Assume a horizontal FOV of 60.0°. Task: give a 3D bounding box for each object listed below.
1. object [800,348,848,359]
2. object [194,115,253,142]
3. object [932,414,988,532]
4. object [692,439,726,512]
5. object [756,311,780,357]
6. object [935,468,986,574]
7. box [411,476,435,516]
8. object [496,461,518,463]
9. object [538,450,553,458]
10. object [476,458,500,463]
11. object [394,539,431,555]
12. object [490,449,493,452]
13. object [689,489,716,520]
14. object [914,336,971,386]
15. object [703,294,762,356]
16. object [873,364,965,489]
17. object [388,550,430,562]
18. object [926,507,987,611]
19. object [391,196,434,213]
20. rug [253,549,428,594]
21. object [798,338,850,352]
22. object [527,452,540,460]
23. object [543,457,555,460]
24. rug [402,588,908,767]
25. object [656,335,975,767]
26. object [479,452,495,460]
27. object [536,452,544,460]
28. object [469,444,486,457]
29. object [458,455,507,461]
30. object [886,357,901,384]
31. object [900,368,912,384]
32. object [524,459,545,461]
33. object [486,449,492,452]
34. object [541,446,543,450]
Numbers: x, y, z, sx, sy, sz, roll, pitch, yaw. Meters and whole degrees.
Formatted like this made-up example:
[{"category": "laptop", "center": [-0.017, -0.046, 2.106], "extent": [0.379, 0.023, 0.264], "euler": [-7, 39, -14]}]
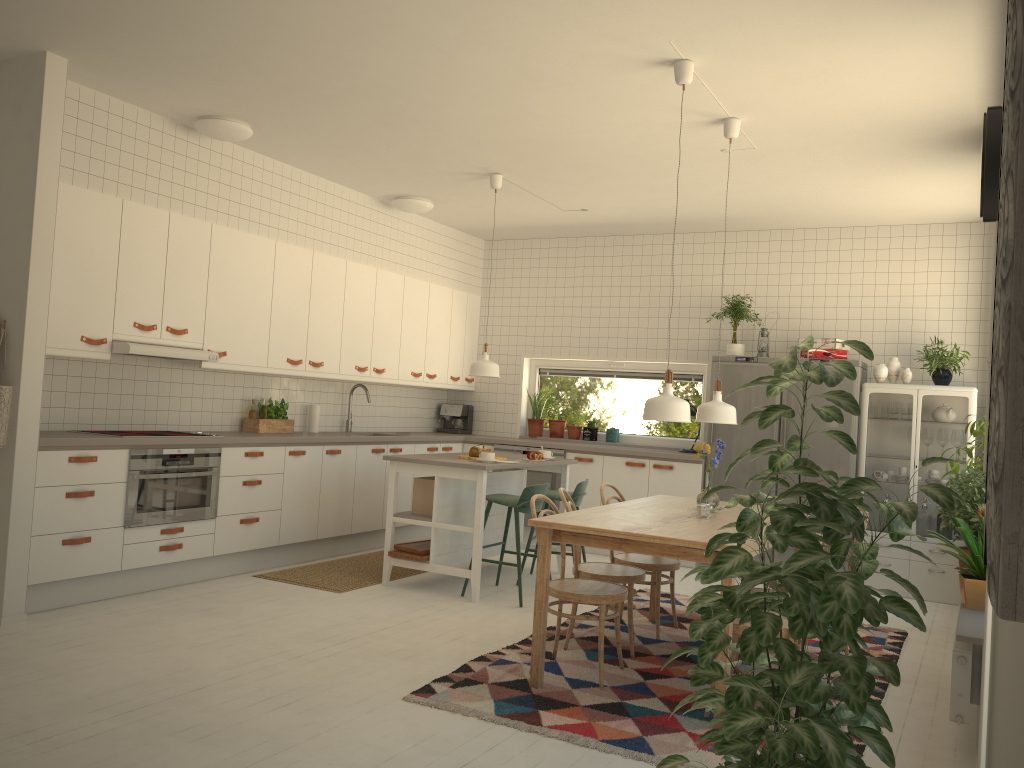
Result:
[{"category": "object", "center": [2.506, -0.229, 7.132], "extent": [0.309, 0.082, 0.312], "euler": [3, -1, 8]}, {"category": "object", "center": [-1.802, -1.581, 5.546], "extent": [0.351, 0.101, 0.351], "euler": [4, -1, -20]}, {"category": "object", "center": [2.858, 0.609, 5.477], "extent": [0.485, 0.841, 0.615], "euler": [3, -2, 7]}, {"category": "object", "center": [1.041, 0.476, 4.665], "extent": [0.144, 0.389, 0.206], "euler": [4, -2, -10]}, {"category": "object", "center": [2.086, -0.401, 7.274], "extent": [0.154, 0.383, 0.163], "euler": [5, -2, -39]}, {"category": "object", "center": [2.227, 0.682, 4.229], "extent": [0.383, 0.561, 0.395], "euler": [3, -2, 26]}, {"category": "box", "center": [-0.484, 0.768, 6.091], "extent": [0.237, 0.242, 0.357], "euler": [3, -2, 29]}, {"category": "object", "center": [-0.043, 0.525, 5.973], "extent": [0.167, 0.005, 0.167], "euler": [3, -1, 24]}, {"category": "object", "center": [0.242, 0.522, 6.549], "extent": [0.094, 0.060, 0.098], "euler": [3, -2, 25]}, {"category": "object", "center": [-0.161, 0.508, 5.851], "extent": [0.160, 0.020, 0.160], "euler": [4, -1, -6]}, {"category": "object", "center": [-0.571, 1.109, 6.047], "extent": [0.281, 0.030, 0.430], "euler": [3, -2, 37]}, {"category": "object", "center": [-0.174, 0.478, 6.172], "extent": [0.083, 0.055, 0.073], "euler": [3, -2, 35]}, {"category": "object", "center": [0.943, 0.590, 4.376], "extent": [0.095, 0.138, 0.154], "euler": [3, -2, 28]}, {"category": "object", "center": [3.257, -0.171, 6.729], "extent": [0.372, 0.385, 0.371], "euler": [5, -2, -43]}, {"category": "object", "center": [1.869, -0.494, 7.389], "extent": [0.474, 0.545, 0.468], "euler": [2, -2, 42]}, {"category": "object", "center": [3.040, 0.459, 6.438], "extent": [0.943, 1.208, 0.261], "euler": [2, -2, 44]}, {"category": "object", "center": [-0.594, 1.136, 5.972], "extent": [0.281, 0.030, 0.430], "euler": [3, -2, 28]}, {"category": "object", "center": [1.928, 0.719, 3.692], "extent": [0.417, 0.425, 0.486], "euler": [2, -2, 35]}, {"category": "object", "center": [-0.828, -1.479, 7.374], "extent": [0.351, 0.101, 0.351], "euler": [4, -1, -20]}, {"category": "rug", "center": [-0.945, 1.352, 6.643], "extent": [0.750, 0.004, 1.999], "euler": [3, -1, 28]}, {"category": "object", "center": [2.510, -0.311, 7.138], "extent": [0.312, 0.082, 0.308], "euler": [2, -2, 41]}, {"category": "object", "center": [0.144, 0.517, 6.387], "extent": [0.070, 0.060, 0.131], "euler": [4, -2, -24]}, {"category": "object", "center": [0.239, 0.549, 6.546], "extent": [0.160, 0.020, 0.160], "euler": [3, -1, 24]}, {"category": "rug", "center": [0.998, 1.413, 4.607], "extent": [1.749, 0.035, 3.024], "euler": [3, -1, 28]}, {"category": "object", "center": [0.520, 0.615, 1.612], "extent": [0.513, 1.424, 0.568], "euler": [4, -2, -19]}, {"category": "object", "center": [-0.162, 0.479, 5.851], "extent": [0.098, 0.064, 0.094], "euler": [4, -1, -14]}, {"category": "object", "center": [0.197, 0.520, 6.395], "extent": [0.060, 0.059, 0.074], "euler": [4, -1, -2]}, {"category": "object", "center": [-0.236, 0.457, 6.084], "extent": [0.086, 0.087, 0.090], "euler": [2, -2, 36]}, {"category": "object", "center": [-0.204, 0.512, 6.140], "extent": [0.237, 0.019, 0.306], "euler": [2, -2, 45]}, {"category": "object", "center": [2.938, -0.101, 6.833], "extent": [0.102, 0.206, 0.102], "euler": [3, -2, 12]}, {"category": "object", "center": [2.993, -0.060, 6.729], "extent": [0.082, 0.126, 0.082], "euler": [4, -2, 0]}, {"category": "object", "center": [0.157, 0.547, 6.388], "extent": [0.167, 0.005, 0.167], "euler": [3, -1, 24]}, {"category": "object", "center": [-0.180, 0.476, 6.144], "extent": [0.083, 0.057, 0.072], "euler": [3, -2, 34]}, {"category": "object", "center": [0.233, 0.506, 6.570], "extent": [0.028, 0.086, 0.102], "euler": [4, -2, -21]}]
